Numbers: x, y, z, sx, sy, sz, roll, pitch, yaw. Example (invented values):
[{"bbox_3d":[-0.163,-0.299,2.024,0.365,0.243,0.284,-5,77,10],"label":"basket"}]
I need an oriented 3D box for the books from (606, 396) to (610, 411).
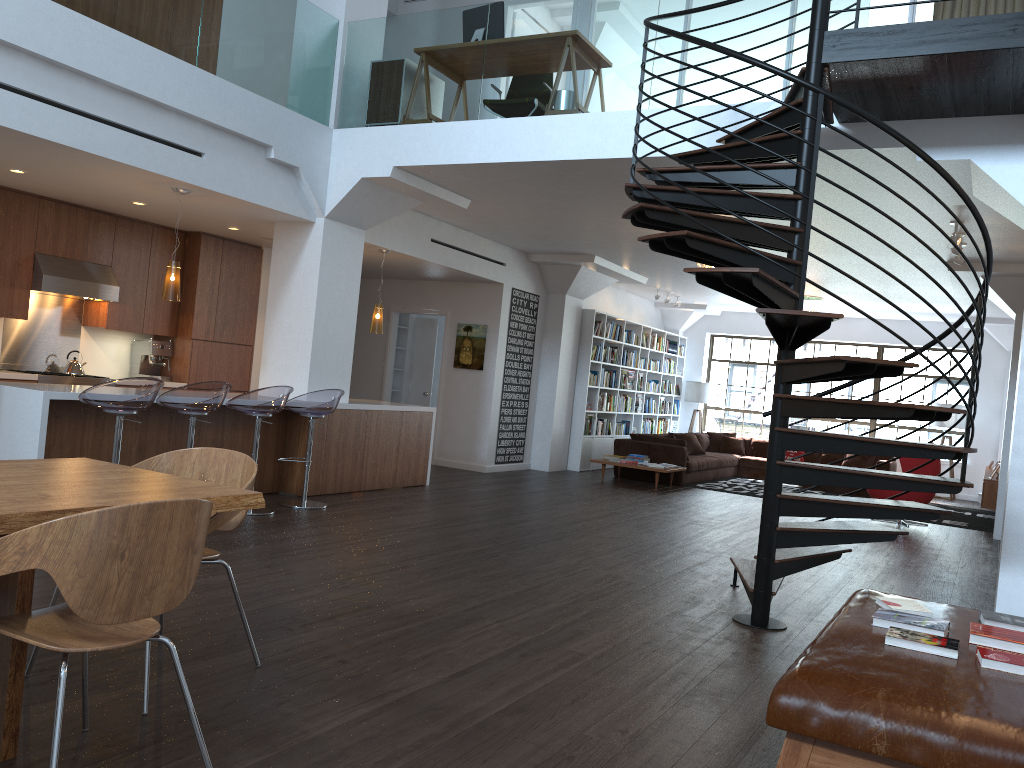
[{"bbox_3d":[1.452,0.303,14.020,0.171,0.246,0.057,6,0,29],"label":"books"}]

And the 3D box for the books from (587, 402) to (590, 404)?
[{"bbox_3d":[1.082,0.277,13.401,0.144,0.025,0.204,6,0,19],"label":"books"}]

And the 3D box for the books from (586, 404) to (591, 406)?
[{"bbox_3d":[1.077,0.306,13.397,0.174,0.032,0.254,6,0,24],"label":"books"}]

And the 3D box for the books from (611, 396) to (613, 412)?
[{"bbox_3d":[1.509,0.305,14.120,0.183,0.253,0.034,6,0,29],"label":"books"}]

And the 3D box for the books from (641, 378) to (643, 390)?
[{"bbox_3d":[2.157,0.009,15.260,0.161,0.223,0.031,6,0,29],"label":"books"}]

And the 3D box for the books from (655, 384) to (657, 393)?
[{"bbox_3d":[2.528,0.080,15.891,0.110,0.153,0.019,6,0,29],"label":"books"}]

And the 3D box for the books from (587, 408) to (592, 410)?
[{"bbox_3d":[1.075,0.373,13.401,0.197,0.035,0.284,6,0,19],"label":"books"}]

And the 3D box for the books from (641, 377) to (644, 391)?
[{"bbox_3d":[2.176,-0.001,15.289,0.171,0.246,0.036,6,0,29],"label":"books"}]

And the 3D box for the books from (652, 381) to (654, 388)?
[{"bbox_3d":[2.456,0.049,15.783,0.127,0.200,0.020,6,0,29],"label":"books"}]

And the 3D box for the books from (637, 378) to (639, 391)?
[{"bbox_3d":[2.078,0.001,15.098,0.161,0.223,0.030,6,0,29],"label":"books"}]

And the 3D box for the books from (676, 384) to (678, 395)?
[{"bbox_3d":[3.073,0.105,16.950,0.167,0.210,0.162,6,0,29],"label":"books"}]

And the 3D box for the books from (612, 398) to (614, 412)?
[{"bbox_3d":[1.533,0.314,14.189,0.174,0.240,0.045,6,0,29],"label":"books"}]

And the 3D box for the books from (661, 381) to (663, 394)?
[{"bbox_3d":[2.667,0.058,16.184,0.161,0.223,0.032,6,0,29],"label":"books"}]

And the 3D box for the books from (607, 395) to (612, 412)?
[{"bbox_3d":[1.490,0.303,14.093,0.183,0.253,0.034,6,0,29],"label":"books"}]

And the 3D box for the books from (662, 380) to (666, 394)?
[{"bbox_3d":[2.734,0.049,16.325,0.183,0.253,0.042,6,0,29],"label":"books"}]

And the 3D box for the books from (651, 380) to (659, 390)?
[{"bbox_3d":[2.579,0.045,16.006,0.140,0.231,0.042,6,0,29],"label":"books"}]

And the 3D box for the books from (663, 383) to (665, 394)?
[{"bbox_3d":[2.728,0.064,16.286,0.161,0.223,0.032,6,0,29],"label":"books"}]

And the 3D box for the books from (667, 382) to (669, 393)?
[{"bbox_3d":[2.816,0.068,16.504,0.168,0.231,0.045,6,0,29],"label":"books"}]

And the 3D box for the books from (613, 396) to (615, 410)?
[{"bbox_3d":[1.557,0.311,14.215,0.160,0.250,0.026,6,0,29],"label":"books"}]

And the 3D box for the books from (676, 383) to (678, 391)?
[{"bbox_3d":[3.080,0.098,16.989,0.182,0.226,0.173,6,0,29],"label":"books"}]

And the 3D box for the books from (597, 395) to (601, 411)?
[{"bbox_3d":[1.261,0.284,13.673,0.189,0.247,0.057,6,0,29],"label":"books"}]

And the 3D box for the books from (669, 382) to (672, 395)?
[{"bbox_3d":[2.893,0.074,16.612,0.174,0.236,0.142,6,0,28],"label":"books"}]

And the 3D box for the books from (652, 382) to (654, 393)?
[{"bbox_3d":[2.441,0.050,15.753,0.136,0.196,0.045,6,0,29],"label":"books"}]

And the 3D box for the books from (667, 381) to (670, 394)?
[{"bbox_3d":[2.852,0.061,16.533,0.183,0.253,0.042,6,0,29],"label":"books"}]

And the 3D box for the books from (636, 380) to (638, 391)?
[{"bbox_3d":[2.034,-0.034,15.048,0.198,0.284,0.046,6,0,29],"label":"books"}]

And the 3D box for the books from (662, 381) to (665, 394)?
[{"bbox_3d":[2.689,0.052,16.221,0.174,0.240,0.054,6,0,29],"label":"books"}]

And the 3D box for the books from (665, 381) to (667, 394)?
[{"bbox_3d":[2.772,0.057,16.388,0.171,0.246,0.039,6,0,29],"label":"books"}]

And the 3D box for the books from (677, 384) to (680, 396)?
[{"bbox_3d":[3.125,0.107,17.025,0.182,0.215,0.188,6,0,29],"label":"books"}]

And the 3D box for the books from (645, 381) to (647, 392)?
[{"bbox_3d":[2.270,0.033,15.438,0.136,0.196,0.043,6,0,29],"label":"books"}]

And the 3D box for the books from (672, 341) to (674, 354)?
[{"bbox_3d":[2.912,-0.688,16.514,0.183,0.253,0.042,6,0,29],"label":"books"}]

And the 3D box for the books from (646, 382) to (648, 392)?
[{"bbox_3d":[2.298,0.045,15.481,0.128,0.178,0.021,6,0,29],"label":"books"}]

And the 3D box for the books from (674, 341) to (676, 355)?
[{"bbox_3d":[2.974,-0.682,16.630,0.183,0.253,0.042,6,0,29],"label":"books"}]

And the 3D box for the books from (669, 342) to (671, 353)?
[{"bbox_3d":[2.846,-0.694,16.402,0.183,0.253,0.042,6,0,29],"label":"books"}]

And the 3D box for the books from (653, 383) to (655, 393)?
[{"bbox_3d":[2.470,0.062,15.798,0.128,0.178,0.022,6,0,29],"label":"books"}]

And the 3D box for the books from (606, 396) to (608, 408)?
[{"bbox_3d":[1.408,0.301,13.985,0.174,0.240,0.045,6,0,29],"label":"books"}]

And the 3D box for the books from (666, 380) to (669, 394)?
[{"bbox_3d":[2.806,0.053,16.460,0.180,0.259,0.042,6,0,29],"label":"books"}]

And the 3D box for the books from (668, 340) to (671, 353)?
[{"bbox_3d":[2.825,-0.696,16.363,0.183,0.253,0.042,6,0,29],"label":"books"}]

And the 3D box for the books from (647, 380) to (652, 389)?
[{"bbox_3d":[2.401,0.041,15.682,0.140,0.206,0.042,6,0,29],"label":"books"}]

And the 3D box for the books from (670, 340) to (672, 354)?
[{"bbox_3d":[2.864,-0.692,16.441,0.183,0.253,0.042,6,0,29],"label":"books"}]

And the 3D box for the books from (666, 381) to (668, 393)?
[{"bbox_3d":[2.789,0.056,16.423,0.160,0.251,0.039,6,0,29],"label":"books"}]

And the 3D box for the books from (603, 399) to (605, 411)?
[{"bbox_3d":[1.369,0.306,13.874,0.161,0.223,0.027,6,0,29],"label":"books"}]

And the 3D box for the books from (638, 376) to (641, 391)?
[{"bbox_3d":[2.099,-0.012,15.133,0.174,0.251,0.051,6,0,29],"label":"books"}]

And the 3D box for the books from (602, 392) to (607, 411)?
[{"bbox_3d":[1.389,0.274,13.911,0.176,0.290,0.053,6,0,29],"label":"books"}]

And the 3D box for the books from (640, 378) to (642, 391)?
[{"bbox_3d":[2.136,0.007,15.193,0.161,0.223,0.030,6,0,29],"label":"books"}]

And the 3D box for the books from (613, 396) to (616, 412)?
[{"bbox_3d":[1.574,0.310,14.240,0.183,0.253,0.034,6,0,29],"label":"books"}]

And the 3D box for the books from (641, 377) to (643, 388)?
[{"bbox_3d":[2.140,-0.006,15.231,0.183,0.253,0.039,6,0,29],"label":"books"}]

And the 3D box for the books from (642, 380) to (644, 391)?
[{"bbox_3d":[2.192,-0.001,15.323,0.160,0.251,0.036,6,0,29],"label":"books"}]

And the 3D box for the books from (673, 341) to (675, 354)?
[{"bbox_3d":[2.954,-0.684,16.591,0.183,0.253,0.042,6,0,29],"label":"books"}]

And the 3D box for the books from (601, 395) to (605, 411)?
[{"bbox_3d":[1.350,0.293,13.837,0.171,0.246,0.057,6,0,29],"label":"books"}]

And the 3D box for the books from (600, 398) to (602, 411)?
[{"bbox_3d":[1.316,0.309,13.752,0.144,0.207,0.048,6,0,29],"label":"books"}]

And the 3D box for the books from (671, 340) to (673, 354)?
[{"bbox_3d":[2.887,-0.690,16.478,0.183,0.253,0.042,6,0,29],"label":"books"}]

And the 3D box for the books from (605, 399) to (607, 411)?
[{"bbox_3d":[1.406,0.310,13.946,0.161,0.223,0.026,6,0,29],"label":"books"}]

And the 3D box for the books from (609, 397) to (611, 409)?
[{"bbox_3d":[1.469,0.312,14.064,0.168,0.231,0.037,6,0,29],"label":"books"}]

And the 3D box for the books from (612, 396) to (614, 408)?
[{"bbox_3d":[1.521,0.306,14.151,0.183,0.253,0.034,6,0,29],"label":"books"}]

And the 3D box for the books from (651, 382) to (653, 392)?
[{"bbox_3d":[2.423,0.050,15.715,0.139,0.191,0.036,6,0,29],"label":"books"}]

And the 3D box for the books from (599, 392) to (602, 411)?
[{"bbox_3d":[1.304,0.262,13.709,0.140,0.298,0.044,6,0,29],"label":"books"}]

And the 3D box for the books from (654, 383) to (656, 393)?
[{"bbox_3d":[2.499,0.064,15.865,0.128,0.178,0.022,6,0,29],"label":"books"}]

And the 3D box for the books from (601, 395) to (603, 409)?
[{"bbox_3d":[1.325,0.293,13.798,0.159,0.241,0.038,6,0,29],"label":"books"}]

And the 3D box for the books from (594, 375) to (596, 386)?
[{"bbox_3d":[1.206,-0.054,13.458,0.120,0.167,0.020,6,0,29],"label":"books"}]
